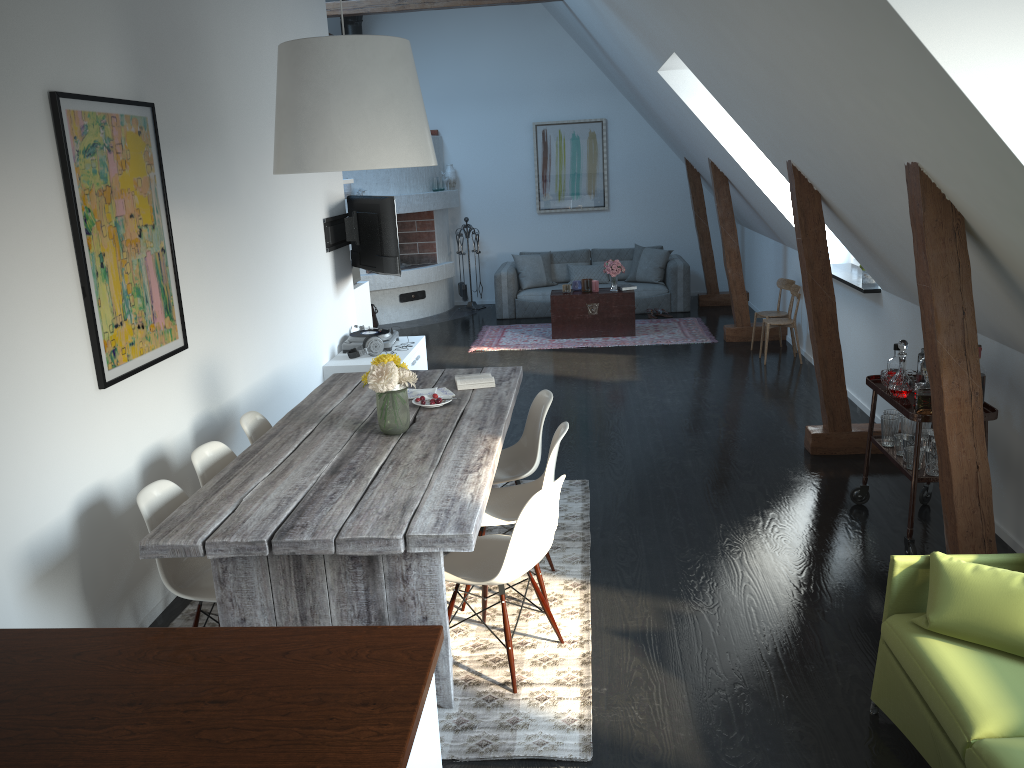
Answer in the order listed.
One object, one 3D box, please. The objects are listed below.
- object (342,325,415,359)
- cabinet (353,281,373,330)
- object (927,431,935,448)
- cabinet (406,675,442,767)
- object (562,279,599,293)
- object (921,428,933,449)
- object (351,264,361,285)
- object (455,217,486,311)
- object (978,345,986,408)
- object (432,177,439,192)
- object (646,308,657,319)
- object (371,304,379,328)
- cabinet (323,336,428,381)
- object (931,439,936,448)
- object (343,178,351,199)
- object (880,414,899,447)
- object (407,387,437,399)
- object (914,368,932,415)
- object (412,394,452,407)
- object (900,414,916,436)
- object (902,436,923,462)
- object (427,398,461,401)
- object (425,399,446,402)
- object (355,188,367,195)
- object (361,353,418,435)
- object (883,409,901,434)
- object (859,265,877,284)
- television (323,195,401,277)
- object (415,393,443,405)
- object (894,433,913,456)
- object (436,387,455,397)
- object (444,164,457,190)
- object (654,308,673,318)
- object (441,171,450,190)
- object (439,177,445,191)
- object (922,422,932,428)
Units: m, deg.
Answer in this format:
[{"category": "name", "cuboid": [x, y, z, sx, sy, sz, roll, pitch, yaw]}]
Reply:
[{"category": "object", "cuboid": [-1.099, -0.364, 7.264, 0.558, 0.162, 0.742, -3, 14, 3]}, {"category": "cabinet", "cuboid": [-1.778, -0.434, 8.200, 0.869, 0.921, 0.638, -2, 14, 5]}, {"category": "object", "cuboid": [2.124, 0.303, 4.438, 0.095, 0.119, 0.095, -12, 17, -32]}, {"category": "cabinet", "cuboid": [-0.727, 0.716, 0.538, 4.208, 2.369, 3.033, -2, 14, 5]}, {"category": "object", "cuboid": [0.775, -1.101, 9.877, 0.413, 0.138, 0.215, 1, 15, 16]}, {"category": "object", "cuboid": [2.132, 0.287, 4.545, 0.092, 0.099, 0.092, -7, 15, -16]}, {"category": "object", "cuboid": [-1.637, -0.974, 7.990, 0.435, 0.211, 0.496, -2, 14, 5]}, {"category": "object", "cuboid": [-0.579, -1.635, 12.034, 0.376, 1.245, 0.376, -7, 15, -14]}, {"category": "object", "cuboid": [2.158, -0.031, 4.123, 0.081, 0.308, 0.081, -4, 14, -3]}, {"category": "object", "cuboid": [-0.993, -2.591, 11.517, 0.092, 0.180, 0.092, 6, 17, 32]}, {"category": "object", "cuboid": [1.694, -0.856, 10.786, 0.101, 0.090, 0.277, -5, 14, -6]}, {"category": "object", "cuboid": [-1.850, -0.814, 10.976, 0.384, 0.313, 0.384, 5, 17, 30]}, {"category": "cabinet", "cuboid": [-1.077, -0.034, 7.314, 0.623, 0.507, 1.069, -2, 14, 5]}, {"category": "object", "cuboid": [2.093, 0.334, 4.325, 0.095, 0.119, 0.095, -12, 17, -32]}, {"category": "object", "cuboid": [-2.031, -2.362, 10.790, 0.158, 0.274, 0.158, 10, 20, 43]}, {"category": "object", "cuboid": [1.967, 0.245, 4.630, 0.087, 0.155, 0.087, -9, 15, -21]}, {"category": "object", "cuboid": [-0.488, 0.047, 4.674, 0.182, 0.016, 0.179, -3, 14, 0]}, {"category": "object", "cuboid": [1.918, 0.036, 4.096, 0.101, 0.211, 0.101, 2, 15, 20]}, {"category": "object", "cuboid": [-0.401, 0.090, 4.474, 0.205, 0.024, 0.205, -4, 14, -3]}, {"category": "object", "cuboid": [2.071, 0.239, 4.633, 0.087, 0.155, 0.087, -9, 15, -21]}, {"category": "object", "cuboid": [1.978, 0.326, 4.383, 0.095, 0.119, 0.095, -12, 17, -32]}, {"category": "object", "cuboid": [-0.347, 0.076, 4.473, 0.194, 0.022, 0.019, 2, 15, 20]}, {"category": "object", "cuboid": [-0.385, 0.085, 4.473, 0.110, 0.011, 0.058, -1, 14, 9]}, {"category": "object", "cuboid": [-1.850, -2.340, 10.848, 0.161, 0.114, 0.064, -1, 14, 8]}, {"category": "object", "cuboid": [-0.548, 0.043, 3.992, 0.233, 0.365, 0.293, -9, 16, -23]}, {"category": "object", "cuboid": [2.017, 0.222, 4.713, 0.087, 0.155, 0.087, -9, 15, -21]}, {"category": "object", "cuboid": [2.532, -0.958, 6.383, 0.309, 0.461, 0.131, 3, 16, 23]}, {"category": "television", "cuboid": [-1.381, -1.204, 7.318, 0.537, 0.652, 1.005, -11, 16, -28]}, {"category": "object", "cuboid": [-0.416, 0.081, 4.462, 0.132, 0.034, 0.144, -9, 15, -22]}, {"category": "object", "cuboid": [1.981, 0.309, 4.490, 0.092, 0.099, 0.092, -7, 15, -16]}, {"category": "object", "cuboid": [-0.406, 0.049, 4.651, 0.182, 0.014, 0.185, -8, 15, -20]}, {"category": "object", "cuboid": [-0.829, -2.773, 11.954, 0.165, 0.368, 0.165, -9, 15, -22]}, {"category": "object", "cuboid": [1.853, -0.869, 10.804, 0.101, 0.090, 0.277, -14, 18, -37]}, {"category": "object", "cuboid": [-0.883, -2.706, 11.789, 0.081, 0.258, 0.150, 8, 18, 38]}, {"category": "object", "cuboid": [-0.935, -2.632, 11.662, 0.092, 0.180, 0.092, 4, 16, 27]}, {"category": "object", "cuboid": [2.179, 0.217, 4.695, 0.087, 0.155, 0.087, -9, 15, -21]}]
